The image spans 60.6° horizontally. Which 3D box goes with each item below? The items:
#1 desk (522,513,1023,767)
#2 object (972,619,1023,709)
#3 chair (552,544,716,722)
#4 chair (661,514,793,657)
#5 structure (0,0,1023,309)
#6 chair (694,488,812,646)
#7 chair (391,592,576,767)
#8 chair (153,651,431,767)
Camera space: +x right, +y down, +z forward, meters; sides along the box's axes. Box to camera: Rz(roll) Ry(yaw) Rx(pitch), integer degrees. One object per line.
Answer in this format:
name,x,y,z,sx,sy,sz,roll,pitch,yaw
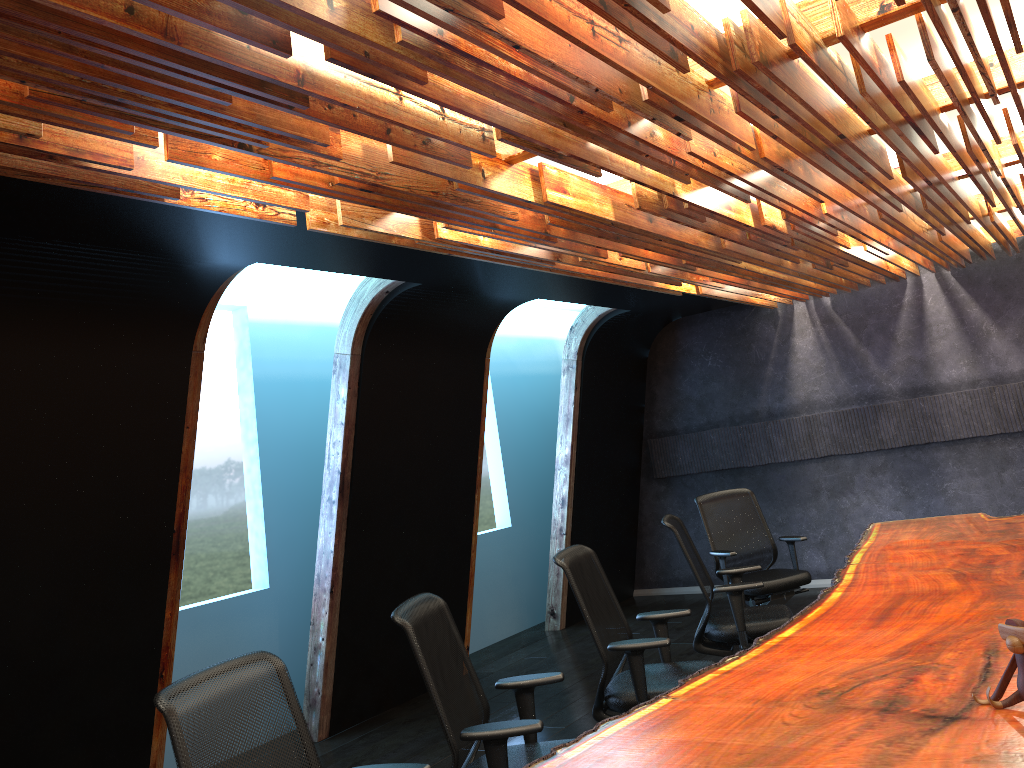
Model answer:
desk,1.912,1.378,3.733,2.001,0.834,6.644,-13,-7,34
object,1.422,0.791,2.463,0.129,0.250,0.298,-6,-9,-13
chair,0.730,1.408,4.355,0.789,1.266,0.802,-12,-11,18
chair,1.451,1.401,5.469,0.791,1.266,0.800,-11,-11,13
structure,1.602,0.131,3.518,4.448,3.056,11.445,-14,-8,34
chair,1.954,1.450,6.829,0.821,1.266,0.771,-4,-12,-22
chair,0.046,1.420,3.363,0.794,1.266,0.798,-10,-11,8
chair,-0.487,1.418,2.464,0.789,1.266,0.802,-12,-11,18
